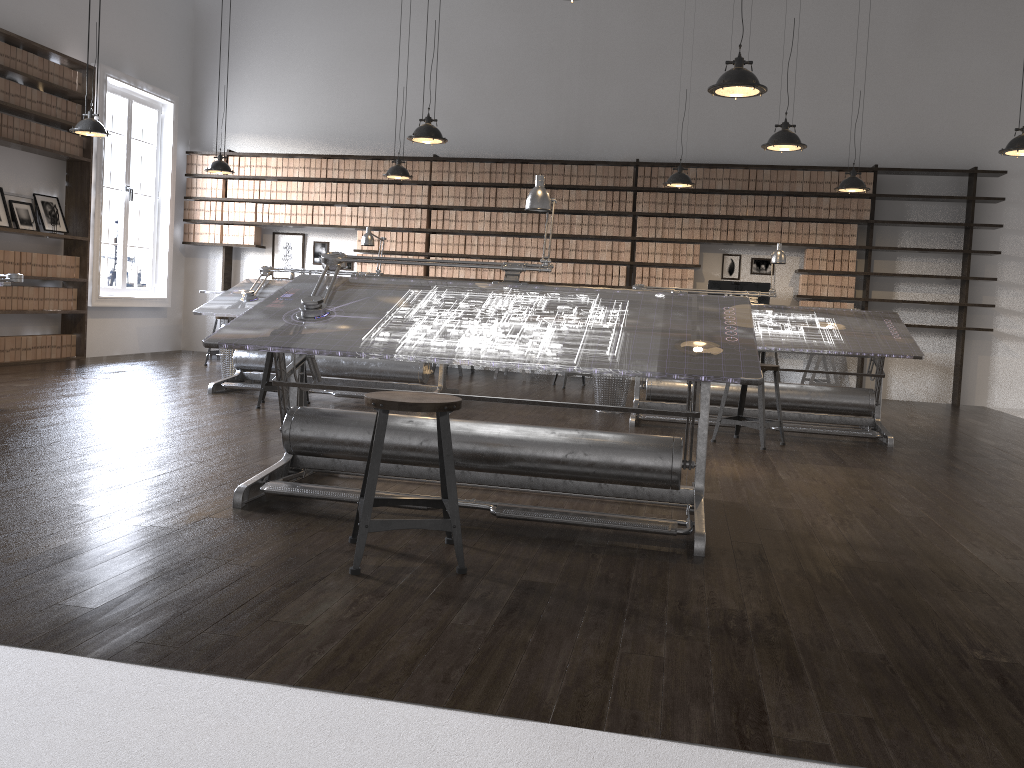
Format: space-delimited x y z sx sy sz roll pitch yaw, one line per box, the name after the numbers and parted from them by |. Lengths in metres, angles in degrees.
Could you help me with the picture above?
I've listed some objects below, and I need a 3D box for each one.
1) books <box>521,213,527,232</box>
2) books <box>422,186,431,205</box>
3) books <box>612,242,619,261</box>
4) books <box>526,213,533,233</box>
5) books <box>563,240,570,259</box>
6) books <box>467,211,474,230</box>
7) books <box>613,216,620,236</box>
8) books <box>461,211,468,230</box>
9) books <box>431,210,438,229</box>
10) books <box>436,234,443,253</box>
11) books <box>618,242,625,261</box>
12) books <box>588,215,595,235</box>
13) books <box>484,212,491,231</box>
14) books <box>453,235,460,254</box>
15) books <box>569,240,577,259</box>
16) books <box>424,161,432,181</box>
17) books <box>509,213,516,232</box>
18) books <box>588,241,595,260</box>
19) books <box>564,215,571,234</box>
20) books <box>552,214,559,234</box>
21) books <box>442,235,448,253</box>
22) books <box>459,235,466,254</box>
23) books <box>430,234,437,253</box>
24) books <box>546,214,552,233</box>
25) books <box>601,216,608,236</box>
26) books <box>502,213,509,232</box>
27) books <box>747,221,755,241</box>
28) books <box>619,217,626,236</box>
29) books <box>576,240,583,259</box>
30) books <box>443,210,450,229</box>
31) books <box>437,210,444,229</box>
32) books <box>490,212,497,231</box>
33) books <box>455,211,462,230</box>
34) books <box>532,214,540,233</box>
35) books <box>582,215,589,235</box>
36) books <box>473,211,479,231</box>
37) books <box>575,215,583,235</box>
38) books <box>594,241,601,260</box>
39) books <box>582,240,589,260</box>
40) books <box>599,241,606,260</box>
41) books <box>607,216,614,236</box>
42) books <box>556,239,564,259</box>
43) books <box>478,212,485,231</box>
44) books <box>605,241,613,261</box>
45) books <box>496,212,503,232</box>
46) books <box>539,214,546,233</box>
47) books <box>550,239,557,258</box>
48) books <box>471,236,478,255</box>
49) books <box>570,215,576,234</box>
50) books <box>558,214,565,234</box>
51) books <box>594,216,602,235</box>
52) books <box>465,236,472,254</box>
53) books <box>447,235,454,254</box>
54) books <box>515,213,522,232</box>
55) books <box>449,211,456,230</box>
0.148 -1.821 10.070 0.067 0.225 0.175 4 4 11 | books
-0.981 -2.176 10.273 0.067 0.225 0.175 4 4 11 | books
1.159 -1.471 9.887 0.067 0.225 0.175 4 4 11 | books
0.212 -1.816 10.060 0.067 0.225 0.175 4 4 11 | books
0.623 -1.509 9.990 0.067 0.225 0.175 4 4 11 | books
-0.461 -1.864 10.182 0.067 0.225 0.175 4 4 11 | books
1.172 -1.746 9.870 0.067 0.225 0.175 4 4 11 | books
-0.526 -1.869 10.200 0.067 0.225 0.175 4 4 11 | books
-0.881 -1.895 10.268 0.067 0.225 0.175 4 4 11 | books
-0.824 -1.613 10.259 0.067 0.225 0.175 4 4 11 | books
1.228 -1.466 9.875 0.067 0.225 0.175 4 4 11 | books
0.900 -1.766 9.927 0.067 0.225 0.175 4 4 11 | books
-0.262 -1.850 10.145 0.067 0.225 0.175 4 4 11 | books
-0.626 -1.599 10.228 0.067 0.225 0.175 4 4 11 | books
0.692 -1.504 9.972 0.067 0.225 0.175 4 4 11 | books
-0.959 -2.452 10.259 0.067 0.225 0.175 4 4 11 | books
0.014 -1.830 10.091 0.067 0.225 0.175 4 4 11 | books
0.897 -1.489 9.931 0.067 0.225 0.175 4 4 11 | books
0.632 -1.785 9.973 0.067 0.225 0.175 4 4 11 | books
0.498 -1.795 10.005 0.067 0.225 0.175 4 4 11 | books
-0.754 -1.608 10.246 0.067 0.225 0.175 4 4 11 | books
-0.554 -1.594 10.209 0.067 0.225 0.175 4 4 11 | books
-0.895 -1.619 10.276 0.067 0.225 0.175 4 4 11 | books
0.428 -1.800 10.014 0.067 0.225 0.175 4 4 11 | books
1.037 -1.756 9.899 0.067 0.225 0.175 4 4 11 | books
-0.056 -1.835 10.108 0.067 0.225 0.175 4 4 11 | books
2.590 -1.650 9.603 0.067 0.225 0.175 4 4 11 | books
1.235 -1.742 9.862 0.067 0.225 0.175 4 4 11 | books
0.762 -1.499 9.963 0.067 0.225 0.175 4 4 11 | books
-0.734 -1.884 10.240 0.067 0.225 0.175 4 4 11 | books
-0.809 -1.889 10.249 0.067 0.225 0.175 4 4 11 | books
-0.193 -1.845 10.136 0.067 0.225 0.175 4 4 11 | books
-0.595 -1.874 10.213 0.067 0.225 0.175 4 4 11 | books
0.284 -1.810 10.041 0.067 0.225 0.175 4 4 11 | books
0.831 -1.771 9.937 0.067 0.225 0.175 4 4 11 | books
-0.394 -1.860 10.174 0.067 0.225 0.175 4 4 11 | books
0.760 -1.776 9.952 0.067 0.225 0.175 4 4 11 | books
0.963 -1.485 9.923 0.067 0.225 0.175 4 4 11 | books
0.832 -1.494 9.950 0.067 0.225 0.175 4 4 11 | books
1.025 -1.480 9.910 0.067 0.225 0.175 4 4 11 | books
1.107 -1.751 9.882 0.067 0.225 0.175 4 4 11 | books
0.549 -1.514 9.999 0.067 0.225 0.175 4 4 11 | books
-0.333 -1.855 10.160 0.067 0.225 0.175 4 4 11 | books
1.090 -1.475 9.896 0.067 0.225 0.175 4 4 11 | books
-0.124 -1.840 10.125 0.067 0.225 0.175 4 4 11 | books
0.359 -1.805 10.032 0.067 0.225 0.175 4 4 11 | books
0.477 -1.520 10.018 0.067 0.225 0.175 4 4 11 | books
-0.411 -1.584 10.183 0.067 0.225 0.175 4 4 11 | books
0.699 -1.781 9.965 0.067 0.225 0.175 4 4 11 | books
0.567 -1.790 9.992 0.067 0.225 0.175 4 4 11 | books
0.969 -1.761 9.916 0.067 0.225 0.175 4 4 11 | books
-0.480 -1.589 10.200 0.067 0.225 0.175 4 4 11 | books
-0.691 -1.604 10.238 0.067 0.225 0.175 4 4 11 | books
0.085 -1.825 10.077 0.067 0.225 0.175 4 4 11 | books
-0.666 -1.879 10.222 0.067 0.225 0.175 4 4 11 | books
